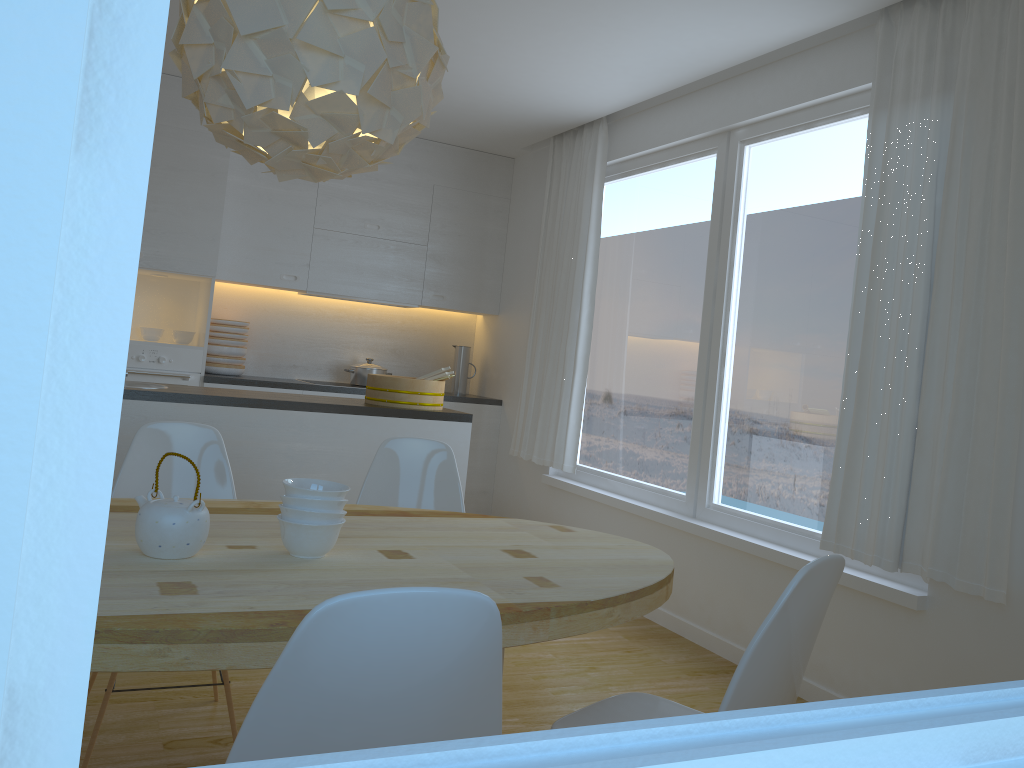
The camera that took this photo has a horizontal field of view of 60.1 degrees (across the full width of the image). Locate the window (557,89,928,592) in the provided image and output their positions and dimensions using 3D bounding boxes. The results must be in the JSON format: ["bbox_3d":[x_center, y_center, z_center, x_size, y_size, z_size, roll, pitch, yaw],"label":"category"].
[{"bbox_3d":[1.023,-0.299,4.375,0.088,1.922,2.731,7,-1,-27],"label":"window"}]

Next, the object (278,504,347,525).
[{"bbox_3d":[-0.450,0.318,1.985,0.152,0.093,0.151,6,0,13],"label":"object"}]

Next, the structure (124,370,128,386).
[{"bbox_3d":[-1.601,-0.098,3.577,0.096,0.216,0.162,7,-1,-26],"label":"structure"}]

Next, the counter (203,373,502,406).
[{"bbox_3d":[-1.093,0.033,6.033,1.995,0.040,0.601,5,1,-26],"label":"counter"}]

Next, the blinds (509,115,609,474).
[{"bbox_3d":[0.269,-0.580,5.506,0.149,2.165,0.795,7,-2,-27],"label":"blinds"}]

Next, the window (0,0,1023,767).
[{"bbox_3d":[-0.775,-0.365,1.439,1.874,2.058,2.553,6,0,-26],"label":"window"}]

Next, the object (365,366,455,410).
[{"bbox_3d":[-0.487,0.003,4.280,0.429,0.214,0.378,6,0,2],"label":"object"}]

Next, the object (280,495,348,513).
[{"bbox_3d":[-0.448,0.293,1.989,0.152,0.096,0.151,6,0,-10],"label":"object"}]

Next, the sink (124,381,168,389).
[{"bbox_3d":[-1.688,0.072,3.768,0.405,0.157,0.403,6,1,15],"label":"sink"}]

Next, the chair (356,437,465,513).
[{"bbox_3d":[-0.358,0.651,2.942,0.429,0.904,0.522,6,-2,-6],"label":"chair"}]

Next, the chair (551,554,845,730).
[{"bbox_3d":[0.333,0.743,1.771,0.524,0.904,0.428,4,-2,39],"label":"chair"}]

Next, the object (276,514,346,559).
[{"bbox_3d":[-0.453,0.341,1.980,0.152,0.083,0.151,6,0,13],"label":"object"}]

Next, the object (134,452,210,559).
[{"bbox_3d":[-0.716,0.252,1.879,0.146,0.212,0.177,6,-1,-27],"label":"object"}]

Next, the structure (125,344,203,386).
[{"bbox_3d":[-2.137,0.072,5.197,0.559,0.597,0.049,6,-2,-26],"label":"structure"}]

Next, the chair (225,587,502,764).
[{"bbox_3d":[-0.284,0.690,1.329,0.428,0.904,0.523,7,-2,-26],"label":"chair"}]

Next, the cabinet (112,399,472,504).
[{"bbox_3d":[-1.434,0.520,3.858,2.394,0.912,0.601,5,-1,-26],"label":"cabinet"}]

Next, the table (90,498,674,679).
[{"bbox_3d":[-0.616,0.730,2.006,2.183,0.727,1.195,5,0,-28],"label":"table"}]

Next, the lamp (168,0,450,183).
[{"bbox_3d":[-0.455,-1.042,2.139,0.637,1.138,0.647,7,-2,-27],"label":"lamp"}]

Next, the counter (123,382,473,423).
[{"bbox_3d":[-1.387,0.046,3.879,2.394,0.040,0.602,5,1,-26],"label":"counter"}]

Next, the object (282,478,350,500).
[{"bbox_3d":[-0.443,0.266,1.988,0.152,0.087,0.152,6,0,2],"label":"object"}]

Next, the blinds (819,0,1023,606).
[{"bbox_3d":[1.452,-0.414,3.118,0.149,2.165,0.795,7,-2,-26],"label":"blinds"}]

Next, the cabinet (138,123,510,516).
[{"bbox_3d":[-1.568,-0.331,5.727,3.192,2.306,0.481,6,-2,-26],"label":"cabinet"}]

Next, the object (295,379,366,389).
[{"bbox_3d":[-1.090,0.016,6.038,0.652,0.013,0.563,5,1,-26],"label":"object"}]
